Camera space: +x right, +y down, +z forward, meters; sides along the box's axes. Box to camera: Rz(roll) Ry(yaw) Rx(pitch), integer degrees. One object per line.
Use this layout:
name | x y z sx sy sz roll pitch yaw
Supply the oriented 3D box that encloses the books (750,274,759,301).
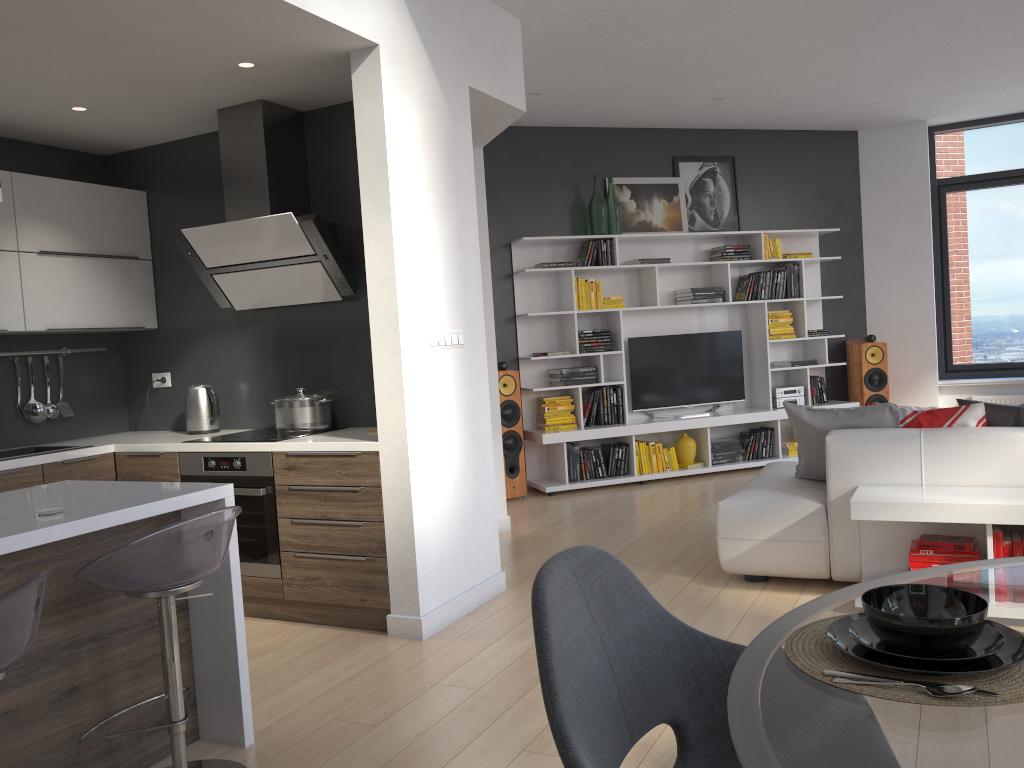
books | 2.092 -0.842 7.796 0.081 0.233 0.169 -5 3 -19

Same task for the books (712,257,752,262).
books | 1.921 -1.080 7.761 0.284 0.030 0.214 -5 3 -15

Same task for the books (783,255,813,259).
books | 2.526 -1.127 7.941 0.257 0.028 0.194 -4 3 -13

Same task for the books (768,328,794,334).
books | 2.359 -0.474 7.934 0.243 0.042 0.189 -5 3 -18

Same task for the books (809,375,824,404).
books | 2.733 0.049 8.033 0.066 0.255 0.193 -5 3 -19

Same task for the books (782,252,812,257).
books | 2.519 -1.153 7.947 0.257 0.024 0.203 -5 3 -15

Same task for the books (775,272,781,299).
books | 2.307 -0.866 7.864 0.071 0.243 0.179 -5 3 -19

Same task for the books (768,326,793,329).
books | 2.351 -0.502 7.945 0.251 0.014 0.189 -5 3 -15

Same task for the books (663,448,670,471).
books | 1.267 0.627 7.451 0.056 0.188 0.138 -5 3 -18

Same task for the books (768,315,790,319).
books | 2.352 -0.594 7.940 0.227 0.022 0.160 -4 3 -3

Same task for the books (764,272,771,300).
books | 2.203 -0.861 7.844 0.084 0.249 0.191 -5 3 -18

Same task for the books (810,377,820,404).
books | 2.710 0.057 8.014 0.050 0.242 0.169 -5 3 -19

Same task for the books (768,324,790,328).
books | 2.347 -0.518 7.922 0.217 0.023 0.145 -4 3 -14

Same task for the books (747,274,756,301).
books | 2.058 -0.840 7.799 0.096 0.234 0.187 -5 3 -18

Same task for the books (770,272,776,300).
books | 2.265 -0.859 7.836 0.069 0.242 0.172 -5 3 -17

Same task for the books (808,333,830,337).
books | 2.729 -0.440 7.999 0.213 0.023 0.161 -5 3 -15

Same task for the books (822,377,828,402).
books | 2.786 0.053 8.077 0.077 0.233 0.179 -5 3 -18

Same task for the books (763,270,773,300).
books | 2.235 -0.868 7.856 0.066 0.260 0.197 -5 3 -18

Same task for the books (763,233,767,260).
books | 2.173 -1.197 7.778 0.041 0.229 0.161 -5 3 -19

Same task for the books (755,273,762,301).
books | 2.129 -0.848 7.794 0.069 0.242 0.172 -5 3 -17

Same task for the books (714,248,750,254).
books | 1.921 -1.159 7.756 0.246 0.026 0.180 -5 3 -16

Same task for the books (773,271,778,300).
books | 2.278 -0.869 7.868 0.075 0.254 0.192 -5 3 -19

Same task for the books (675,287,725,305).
books | 1.629 -0.759 7.689 0.343 0.137 0.277 -5 3 -23

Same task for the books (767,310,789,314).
books | 2.341 -0.640 7.956 0.223 0.023 0.163 -4 3 -14

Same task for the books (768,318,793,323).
books | 2.360 -0.566 7.942 0.239 0.033 0.176 -5 3 -15

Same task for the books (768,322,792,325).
books | 2.352 -0.540 7.942 0.239 0.019 0.171 -5 3 -18

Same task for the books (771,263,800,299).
books | 2.452 -0.913 7.953 0.128 0.321 0.259 -5 3 -18

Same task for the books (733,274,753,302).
books | 2.028 -0.838 7.784 0.104 0.234 0.182 -5 3 -18

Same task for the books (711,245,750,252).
books | 1.913 -1.186 7.764 0.266 0.030 0.209 -5 3 -25

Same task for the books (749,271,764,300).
books | 2.142 -0.858 7.826 0.075 0.254 0.192 -5 3 -19

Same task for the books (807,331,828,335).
books | 2.726 -0.458 8.000 0.198 0.015 0.142 -5 3 -20

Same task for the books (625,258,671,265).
books | 1.145 -1.025 7.502 0.310 0.047 0.250 -5 3 -23

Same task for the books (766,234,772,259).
books | 2.215 -1.199 7.820 0.054 0.224 0.164 -5 3 -19

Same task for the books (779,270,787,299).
books | 2.371 -0.879 7.898 0.066 0.260 0.197 -5 3 -18

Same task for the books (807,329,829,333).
books | 2.722 -0.478 8.014 0.213 0.023 0.161 -5 3 -15

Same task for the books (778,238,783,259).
books | 2.332 -1.188 7.841 0.044 0.184 0.142 -5 3 -17

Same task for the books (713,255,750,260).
books | 1.917 -1.105 7.763 0.264 0.020 0.189 -5 3 -20

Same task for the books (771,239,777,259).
books | 2.274 -1.180 7.810 0.044 0.178 0.128 -5 3 -18

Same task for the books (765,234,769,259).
books | 2.189 -1.197 7.803 0.041 0.224 0.163 -5 3 -20

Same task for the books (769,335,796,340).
books | 2.369 -0.415 7.925 0.257 0.028 0.194 -4 3 -13

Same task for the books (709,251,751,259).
books | 1.912 -1.131 7.782 0.284 0.030 0.214 -5 3 -15

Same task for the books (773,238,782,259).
books | 2.313 -1.186 7.825 0.064 0.184 0.141 -5 3 -17

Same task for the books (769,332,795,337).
books | 2.362 -0.440 7.931 0.257 0.024 0.203 -5 3 -15

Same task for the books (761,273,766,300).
books | 2.170 -0.853 7.829 0.068 0.243 0.179 -5 3 -19

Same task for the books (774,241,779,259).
books | 2.296 -1.171 7.805 0.046 0.161 0.108 -5 3 -19

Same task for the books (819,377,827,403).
books | 2.764 0.053 8.036 0.066 0.242 0.177 -5 3 -18

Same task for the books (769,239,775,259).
books | 2.253 -1.179 7.810 0.054 0.180 0.132 -5 3 -18

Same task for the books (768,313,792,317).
books | 2.359 -0.617 7.938 0.223 0.023 0.163 -4 3 -14

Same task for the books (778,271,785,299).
books | 2.339 -0.872 7.886 0.084 0.249 0.191 -5 3 -18
